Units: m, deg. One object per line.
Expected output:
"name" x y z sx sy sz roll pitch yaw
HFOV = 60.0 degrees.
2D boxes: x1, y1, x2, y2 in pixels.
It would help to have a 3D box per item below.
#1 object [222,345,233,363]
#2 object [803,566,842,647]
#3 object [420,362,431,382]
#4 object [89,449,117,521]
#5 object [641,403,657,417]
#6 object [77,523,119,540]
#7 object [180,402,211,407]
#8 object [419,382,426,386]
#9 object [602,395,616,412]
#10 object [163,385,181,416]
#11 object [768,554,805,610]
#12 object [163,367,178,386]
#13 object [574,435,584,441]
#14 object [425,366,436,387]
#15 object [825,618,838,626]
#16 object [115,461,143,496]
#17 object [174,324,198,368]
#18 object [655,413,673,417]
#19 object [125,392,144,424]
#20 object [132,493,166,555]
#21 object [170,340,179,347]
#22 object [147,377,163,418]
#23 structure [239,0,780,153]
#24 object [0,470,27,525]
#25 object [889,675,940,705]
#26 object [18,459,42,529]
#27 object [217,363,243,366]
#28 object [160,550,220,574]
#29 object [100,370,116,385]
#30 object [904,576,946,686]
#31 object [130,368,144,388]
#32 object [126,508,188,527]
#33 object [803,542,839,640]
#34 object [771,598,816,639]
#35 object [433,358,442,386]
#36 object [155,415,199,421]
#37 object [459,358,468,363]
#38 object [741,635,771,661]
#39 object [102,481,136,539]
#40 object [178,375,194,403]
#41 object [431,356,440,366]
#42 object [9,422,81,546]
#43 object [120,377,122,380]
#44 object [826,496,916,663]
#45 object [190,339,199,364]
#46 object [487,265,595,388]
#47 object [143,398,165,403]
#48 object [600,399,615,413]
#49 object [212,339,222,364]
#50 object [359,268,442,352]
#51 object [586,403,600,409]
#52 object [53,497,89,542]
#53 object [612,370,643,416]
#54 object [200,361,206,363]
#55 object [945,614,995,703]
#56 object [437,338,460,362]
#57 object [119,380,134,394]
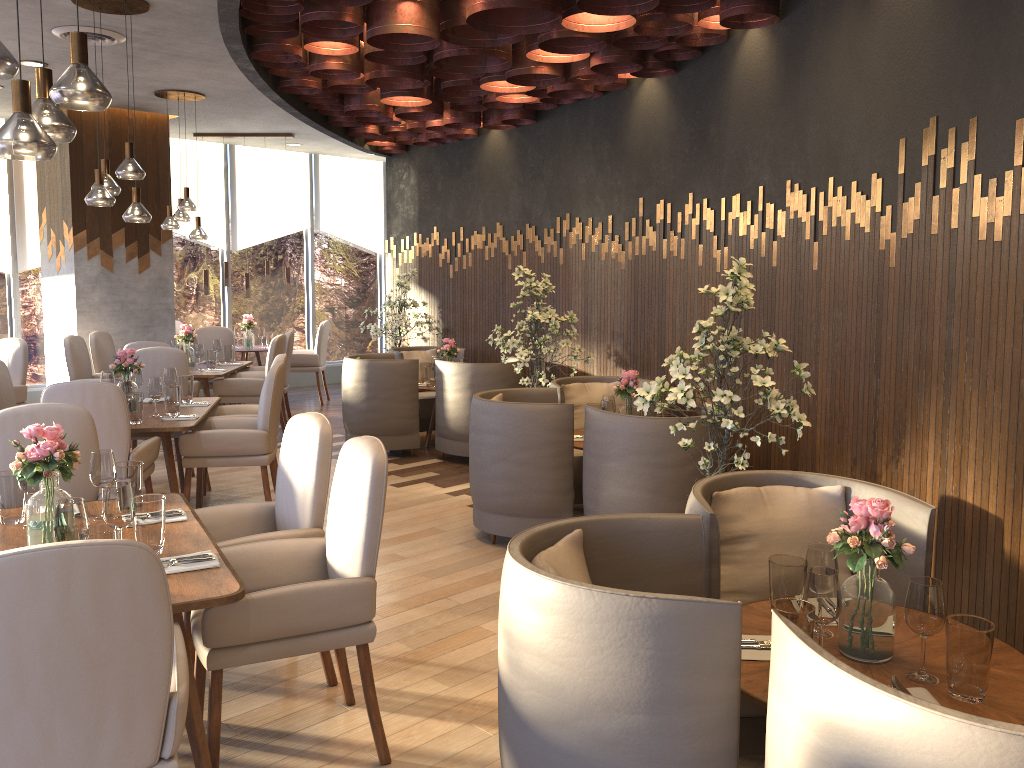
"object" -2.818 -0.294 8.799 0.102 0.178 0.102 3 6 25
"object" 0.771 0.583 2.207 0.092 0.244 0.092 3 6 29
"object" -0.792 -0.106 8.133 0.102 0.178 0.102 -2 6 -19
"object" -1.458 0.359 3.164 0.092 0.244 0.092 -2 6 -25
"object" 0.801 0.220 5.194 0.092 0.244 0.092 2 6 18
"object" -1.130 0.483 2.426 0.102 0.178 0.102 5 7 39
"object" -2.162 0.132 5.953 0.255 0.019 0.158 -1 7 -10
"object" -0.820 0.000 7.912 0.255 0.019 0.158 -3 8 -23
"object" 0.590 0.190 5.435 0.092 0.244 0.092 4 7 39
"object" -2.119 0.103 5.533 0.102 0.178 0.102 1 6 6
"object" 0.772 0.581 2.494 0.102 0.178 0.102 -5 8 -43
"object" -2.314 0.012 6.009 0.092 0.244 0.092 3 6 31
"object" 0.412 0.318 5.311 0.255 0.019 0.158 -1 7 -6
"object" -0.712 -0.063 7.779 0.102 0.178 0.102 0 6 3
"object" 0.932 0.655 2.548 0.157 0.019 0.256 0 7 1
"object" -1.411 0.380 3.265 0.102 0.178 0.102 2 6 18
"object" -3.072 -0.360 8.386 0.210 0.414 0.198 2 6 23
"object" 0.877 0.262 5.118 0.102 0.178 0.102 -1 6 -11
"object" -2.217 0.143 5.207 0.102 0.178 0.102 0 6 -3
"object" -1.132 0.441 2.766 0.102 0.178 0.102 -1 6 -11
"object" -3.269 -0.303 8.596 0.092 0.244 0.092 2 6 23
"object" -2.193 0.081 5.450 0.092 0.244 0.092 4 7 37
"structure" -0.092 -2.141 4.958 2.755 0.555 9.482 -2 7 -15
"object" -1.756 0.399 3.109 0.102 0.178 0.102 -3 6 -25
"object" 0.893 0.720 2.011 0.157 0.019 0.256 0 7 2
"object" -1.655 0.371 3.065 0.092 0.244 0.092 -3 6 -28
"object" -2.765 -0.196 8.649 0.255 0.019 0.158 0 7 -1
"object" -1.014 0.535 2.656 0.255 0.019 0.158 -4 8 -27
"object" -2.652 0.035 5.819 0.092 0.244 0.092 1 5 8
"object" 0.992 0.592 2.134 0.092 0.244 0.092 -2 6 -23
"object" -2.531 0.017 5.971 0.092 0.244 0.092 1 5 11
"object" -1.294 0.474 3.155 0.255 0.019 0.158 -4 8 -27
"object" 0.836 0.559 2.403 0.092 0.244 0.092 0 5 4
"object" 0.680 0.623 2.151 0.102 0.178 0.102 0 6 0
"object" -0.657 -0.107 7.870 0.092 0.244 0.092 2 6 19
"object" -2.041 0.201 5.394 0.255 0.019 0.158 -1 7 -10
"object" -0.435 -0.111 7.906 0.092 0.244 0.092 0 5 -5
"object" 0.640 0.682 2.319 0.255 0.019 0.158 1 7 4
"object" -1.179 0.420 2.665 0.092 0.244 0.092 1 6 14
"object" -2.240 0.035 6.092 0.102 0.178 0.102 -5 8 -44
"object" -0.695 -0.133 8.080 0.092 0.244 0.092 2 6 22
"object" -1.452 0.325 2.771 0.210 0.414 0.198 -3 6 -32
"object" -2.616 0.041 6.043 0.102 0.178 0.102 0 6 2
"object" 0.906 0.490 2.264 0.198 0.414 0.210 -2 6 -22
"object" -3.124 -0.319 8.727 0.092 0.244 0.092 -2 6 -24
"object" 0.210 -0.079 6.621 0.788 1.612 0.748 -2 6 -18
"object" -2.474 0.110 6.137 0.157 0.019 0.256 -2 7 -14
"object" 0.558 0.216 5.223 0.092 0.244 0.092 1 5 14
"object" -2.904 -0.319 8.729 0.092 0.244 0.092 5 7 41
"object" -1.167 -0.380 9.083 0.747 1.612 0.790 -4 7 -38
"object" 0.513 0.214 5.515 0.102 0.178 0.102 -5 7 -42
"object" -1.227 0.444 2.472 0.092 0.244 0.092 -2 6 -24
"object" 0.700 0.120 5.308 0.198 0.414 0.210 -3 6 -32
"object" -3.043 -0.225 8.881 0.157 0.019 0.256 0 7 -5
"object" 1.054 0.636 2.047 0.102 0.178 0.102 3 6 28
"object" -0.564 -0.209 7.999 0.210 0.414 0.198 2 6 23
"object" -2.296 0.101 5.280 0.092 0.244 0.092 -3 6 -29
